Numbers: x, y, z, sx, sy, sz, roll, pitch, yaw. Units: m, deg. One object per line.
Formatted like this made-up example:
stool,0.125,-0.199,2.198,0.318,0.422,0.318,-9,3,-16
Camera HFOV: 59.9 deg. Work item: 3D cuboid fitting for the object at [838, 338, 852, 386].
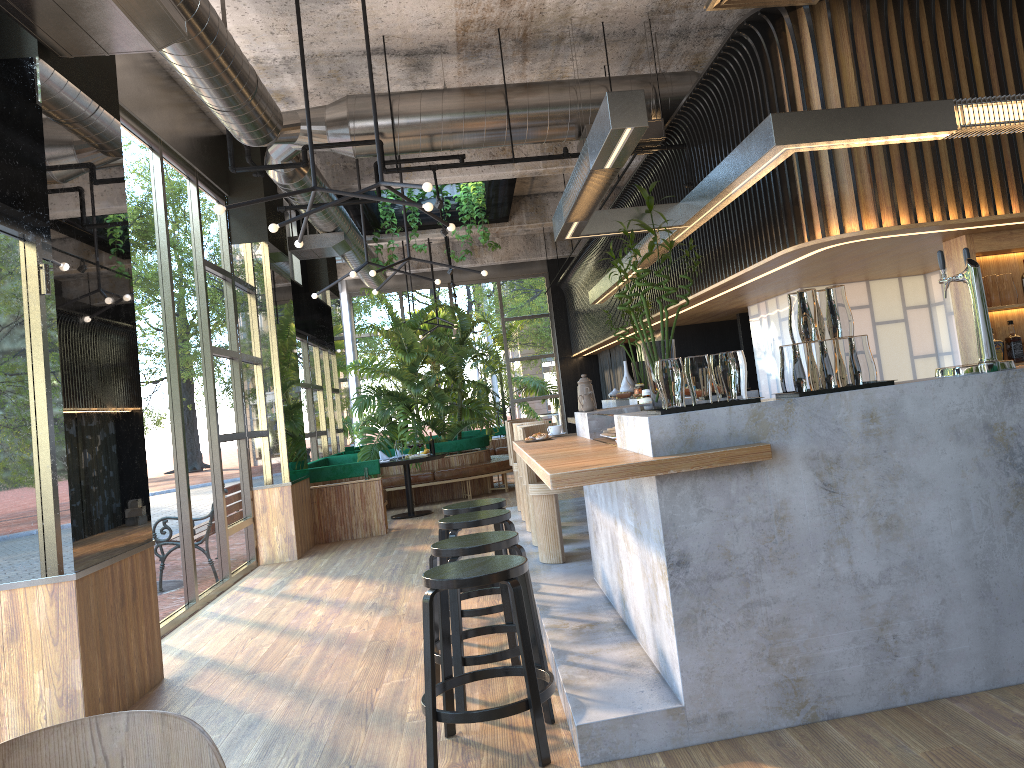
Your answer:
object,1.383,-0.085,3.668,0.109,0.210,0.101,-5,-4,-21

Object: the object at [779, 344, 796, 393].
object,1.149,-0.057,3.644,0.108,0.210,0.103,-6,-4,-11

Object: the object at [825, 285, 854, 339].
object,1.313,-0.290,3.568,0.109,0.210,0.101,-5,-4,-21

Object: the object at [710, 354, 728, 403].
object,0.857,-0.020,3.578,0.108,0.210,0.103,-6,-4,-11

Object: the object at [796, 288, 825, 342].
object,1.195,-0.275,3.562,0.109,0.210,0.101,-5,-4,-21

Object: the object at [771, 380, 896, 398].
object,1.301,0.022,3.596,0.443,0.019,0.268,-7,-1,-7

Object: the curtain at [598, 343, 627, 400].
curtain,1.868,0.357,15.890,0.123,2.066,3.224,-6,-2,-3

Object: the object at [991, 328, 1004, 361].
object,3.164,-0.244,5.846,0.156,0.249,0.091,-6,-5,-18

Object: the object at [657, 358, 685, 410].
object,0.621,0.007,3.432,0.104,0.210,0.106,-7,-4,9

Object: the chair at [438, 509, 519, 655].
chair,-0.175,1.099,5.042,0.529,0.699,0.498,-6,-4,-15

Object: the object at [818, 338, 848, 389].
object,1.277,-0.074,3.543,0.109,0.210,0.101,-5,-4,-21

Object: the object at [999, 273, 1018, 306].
object,3.266,-0.623,5.849,0.101,0.210,0.109,-9,-5,29

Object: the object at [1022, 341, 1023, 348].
object,3.455,-0.295,5.878,0.122,0.281,0.124,-7,-4,8

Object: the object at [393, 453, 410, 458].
object,-1.504,0.925,11.992,0.241,0.139,0.223,-6,-2,-22

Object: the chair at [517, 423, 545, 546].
chair,0.365,0.789,7.260,0.574,0.973,0.518,-3,-6,-45

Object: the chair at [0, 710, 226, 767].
chair,-0.531,0.962,1.095,0.518,0.927,0.532,-5,-4,-25

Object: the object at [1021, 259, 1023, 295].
object,3.443,-0.686,5.917,0.082,0.300,0.090,-11,-6,43

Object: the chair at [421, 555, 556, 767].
chair,-0.104,1.060,3.446,0.508,0.699,0.519,-7,-4,8

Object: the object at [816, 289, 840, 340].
object,1.302,-0.286,3.678,0.109,0.210,0.101,-5,-4,-21

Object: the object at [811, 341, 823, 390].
object,1.265,-0.071,3.649,0.109,0.210,0.101,-5,-4,-21

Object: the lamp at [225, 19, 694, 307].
lamp,-0.833,-2.054,12.179,3.845,1.537,9.855,-7,-1,-6

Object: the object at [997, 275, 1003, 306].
object,3.258,-0.621,5.938,0.101,0.210,0.109,-9,-5,29

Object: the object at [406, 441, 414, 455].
object,-1.363,0.870,11.935,0.105,0.201,0.099,-6,-4,-16

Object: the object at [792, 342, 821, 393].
object,1.167,-0.061,3.537,0.108,0.210,0.103,-6,-4,-11

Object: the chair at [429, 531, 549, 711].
chair,-0.135,1.077,4.147,0.530,0.699,0.497,-6,-4,-17

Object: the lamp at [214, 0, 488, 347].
lamp,0.372,-2.120,8.079,5.149,1.830,18.613,-7,-1,-3

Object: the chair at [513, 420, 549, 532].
chair,0.333,0.808,8.064,0.532,0.973,0.561,-8,-4,18

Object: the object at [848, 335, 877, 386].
object,1.399,-0.089,3.554,0.109,0.210,0.101,-5,-4,-21

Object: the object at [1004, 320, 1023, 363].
object,3.316,-0.281,5.871,0.084,0.283,0.081,-6,-5,-6

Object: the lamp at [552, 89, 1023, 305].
lamp,2.235,-2.217,7.370,5.080,2.141,6.586,-7,-1,-11

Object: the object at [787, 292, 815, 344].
object,1.186,-0.272,3.651,0.109,0.210,0.101,-5,-4,-21

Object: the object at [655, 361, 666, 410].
object,0.628,0.008,3.541,0.104,0.210,0.106,-7,-4,9

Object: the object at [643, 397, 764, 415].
object,0.753,0.088,3.517,0.443,0.019,0.268,-7,-1,-7

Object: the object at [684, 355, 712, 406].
object,0.739,-0.006,3.498,0.104,0.210,0.106,-7,-4,9

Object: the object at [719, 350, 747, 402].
object,0.869,-0.023,3.465,0.108,0.210,0.103,-6,-4,-11

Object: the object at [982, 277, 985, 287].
object,3.140,-0.606,5.932,0.101,0.210,0.109,-9,-5,29

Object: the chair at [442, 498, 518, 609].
chair,-0.203,1.115,5.681,0.525,0.699,0.502,-6,-4,-10

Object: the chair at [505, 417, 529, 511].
chair,0.249,0.847,9.599,0.544,0.973,0.548,-7,-4,5

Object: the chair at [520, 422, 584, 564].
chair,0.385,0.772,6.499,0.518,0.973,0.574,-10,-5,42

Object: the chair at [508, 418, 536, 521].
chair,0.284,0.828,8.801,0.572,0.973,0.520,-4,-5,-30
